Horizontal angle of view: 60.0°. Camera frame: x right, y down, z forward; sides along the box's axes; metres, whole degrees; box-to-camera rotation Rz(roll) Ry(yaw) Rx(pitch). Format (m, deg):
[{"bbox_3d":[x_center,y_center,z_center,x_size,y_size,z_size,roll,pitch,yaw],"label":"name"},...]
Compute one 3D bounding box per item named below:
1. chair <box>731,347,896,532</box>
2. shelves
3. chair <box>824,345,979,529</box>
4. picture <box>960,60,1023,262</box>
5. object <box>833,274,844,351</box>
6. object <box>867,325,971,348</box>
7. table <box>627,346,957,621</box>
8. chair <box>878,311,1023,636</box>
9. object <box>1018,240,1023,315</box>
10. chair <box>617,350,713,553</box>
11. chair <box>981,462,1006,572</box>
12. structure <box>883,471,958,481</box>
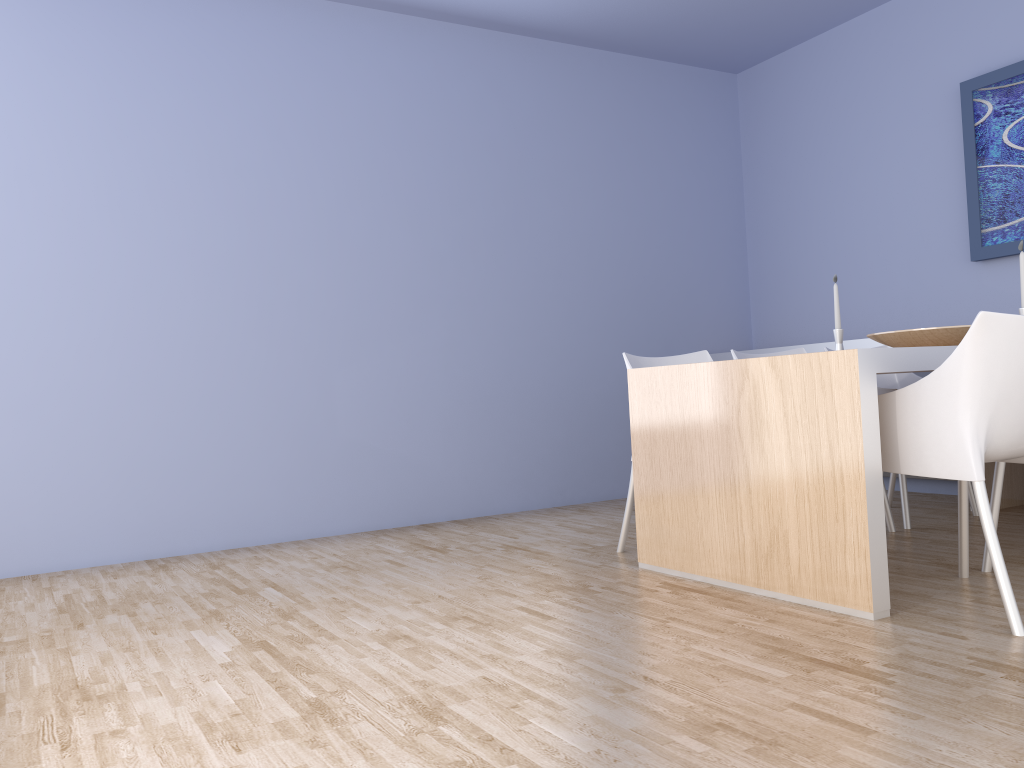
[{"bbox_3d":[1.229,0.232,3.748,0.510,0.793,0.486,-3,-1,-30],"label":"chair"},{"bbox_3d":[2.377,0.150,4.060,0.463,0.840,3.901,-3,-1,-30],"label":"shelves"},{"bbox_3d":[1.727,0.209,4.033,0.510,0.793,0.486,-3,-1,-30],"label":"chair"},{"bbox_3d":[2.607,-1.090,3.923,0.049,0.901,1.252,-3,-1,-30],"label":"picture"},{"bbox_3d":[1.317,-0.273,3.589,0.045,0.349,0.045,-3,-1,12],"label":"object"},{"bbox_3d":[1.589,-0.161,3.306,0.493,0.081,0.493,-3,-1,-11],"label":"object"},{"bbox_3d":[1.699,0.238,3.356,2.340,0.718,1.002,-3,-1,-30],"label":"table"},{"bbox_3d":[1.300,0.210,2.467,0.510,0.793,0.486,-3,-1,-30],"label":"chair"},{"bbox_3d":[1.693,-0.303,2.929,0.045,0.349,0.045,-3,-1,-30],"label":"object"},{"bbox_3d":[0.731,0.255,3.462,0.510,0.793,0.486,-3,-1,-30],"label":"chair"},{"bbox_3d":[1.816,0.186,2.763,0.510,0.793,0.486,-3,-1,-29],"label":"chair"},{"bbox_3d":[2.571,0.225,4.091,0.064,0.503,3.843,-3,-1,-30],"label":"structure"}]
